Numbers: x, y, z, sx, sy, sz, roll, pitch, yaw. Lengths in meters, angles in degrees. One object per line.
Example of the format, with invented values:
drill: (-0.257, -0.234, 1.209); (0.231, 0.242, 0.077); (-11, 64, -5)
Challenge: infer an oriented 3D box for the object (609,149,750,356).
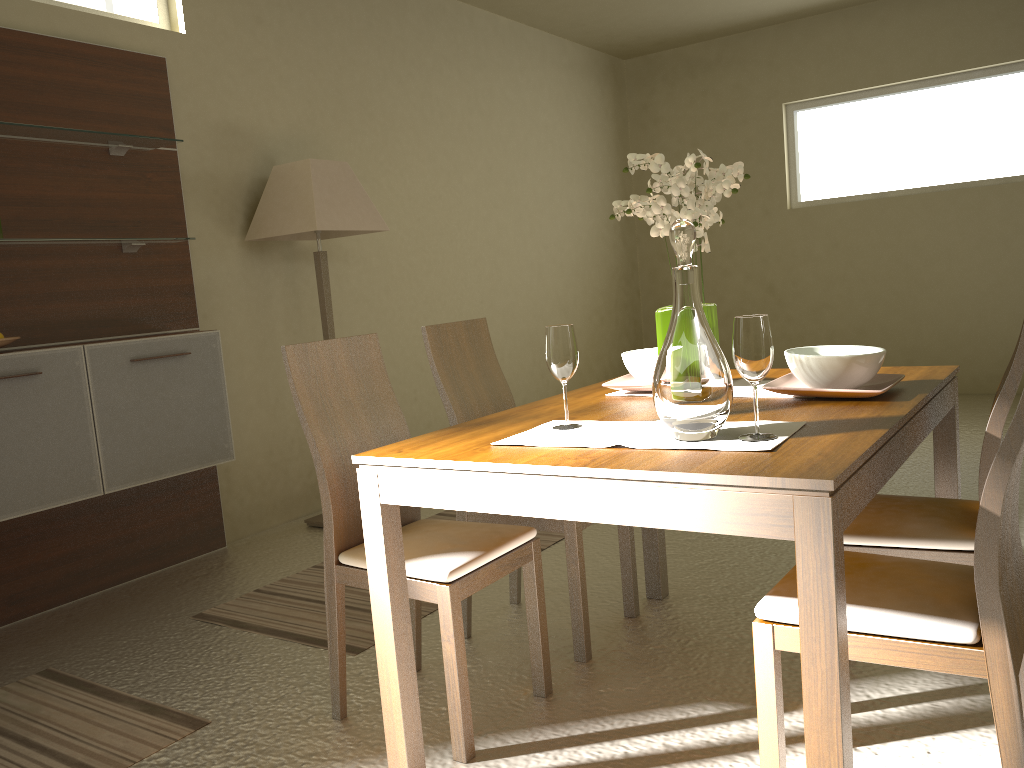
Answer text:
object: (0.395, -0.234, 2.059); (0.304, 0.608, 0.302); (0, 8, 37)

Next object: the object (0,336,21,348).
object: (-1.898, -0.122, 3.086); (0.337, 0.053, 0.337); (-8, 7, -24)

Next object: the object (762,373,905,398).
object: (0.789, 0.006, 2.168); (0.283, 0.041, 0.283); (-1, 8, 33)

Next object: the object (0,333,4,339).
object: (-1.907, -0.174, 3.063); (0.230, 0.139, 0.259); (-4, 6, 4)

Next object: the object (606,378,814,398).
object: (0.583, 0.009, 2.430); (0.589, 0.010, 0.287); (0, 8, 37)

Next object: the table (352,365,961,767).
table: (0.493, 0.441, 2.246); (1.000, 0.790, 1.411); (-1, 8, 34)

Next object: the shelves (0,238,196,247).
shelves: (-2.133, -0.447, 2.841); (0.255, 0.008, 2.463); (-1, 8, 34)

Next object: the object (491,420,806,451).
object: (0.280, 0.101, 1.848); (0.589, 0.010, 0.287); (-1, 8, 31)

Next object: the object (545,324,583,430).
object: (0.116, -0.016, 1.992); (0.075, 0.232, 0.075); (-6, 7, -7)

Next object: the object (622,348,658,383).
object: (0.430, -0.045, 2.509); (0.233, 0.101, 0.233); (-2, 7, 23)

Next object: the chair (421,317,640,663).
chair: (0.064, 0.294, 2.858); (0.507, 1.017, 0.404); (-1, 8, 31)

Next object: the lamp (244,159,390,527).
lamp: (-0.904, -0.188, 4.416); (0.499, 1.782, 0.499); (-1, 8, 34)

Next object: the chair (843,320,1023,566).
chair: (1.017, 0.288, 2.191); (0.507, 1.017, 0.404); (-1, 8, 31)

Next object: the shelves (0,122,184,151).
shelves: (-2.167, -0.851, 2.795); (0.255, 0.008, 2.463); (-1, 8, 34)

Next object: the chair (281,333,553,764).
chair: (-0.251, 0.377, 2.365); (0.507, 1.017, 0.404); (-1, 8, 34)

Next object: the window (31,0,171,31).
window: (-0.088, -0.484, 1.044); (6.429, 3.000, 4.466); (-1, 8, 32)

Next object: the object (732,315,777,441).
object: (0.458, -0.013, 1.676); (0.075, 0.232, 0.075); (-6, 7, -7)

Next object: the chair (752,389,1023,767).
chair: (0.779, 0.361, 1.726); (0.507, 1.017, 0.404); (0, 8, 35)

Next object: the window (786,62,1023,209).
window: (3.135, -1.869, 6.748); (2.025, 0.848, 0.100); (-1, 8, 34)

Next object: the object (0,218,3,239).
object: (-1.906, -0.588, 3.161); (0.112, 0.160, 0.111); (-1, 8, 34)

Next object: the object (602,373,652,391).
object: (0.434, -0.005, 2.514); (0.283, 0.033, 0.283); (-1, 7, 28)

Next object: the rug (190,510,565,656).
rug: (-0.400, 0.749, 3.705); (0.843, 0.010, 1.613); (-1, 8, 34)

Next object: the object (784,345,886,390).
object: (0.788, -0.034, 2.162); (0.232, 0.107, 0.233); (2, 9, 45)

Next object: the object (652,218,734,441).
object: (0.343, -0.107, 1.725); (0.156, 0.426, 0.156); (-7, 7, -15)

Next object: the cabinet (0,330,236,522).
cabinet: (-2.027, 0.224, 2.885); (0.372, 0.570, 2.463); (-1, 8, 34)

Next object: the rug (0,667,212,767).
rug: (-1.625, 1.044, 2.024); (0.842, 0.007, 1.613); (0, 8, 35)
